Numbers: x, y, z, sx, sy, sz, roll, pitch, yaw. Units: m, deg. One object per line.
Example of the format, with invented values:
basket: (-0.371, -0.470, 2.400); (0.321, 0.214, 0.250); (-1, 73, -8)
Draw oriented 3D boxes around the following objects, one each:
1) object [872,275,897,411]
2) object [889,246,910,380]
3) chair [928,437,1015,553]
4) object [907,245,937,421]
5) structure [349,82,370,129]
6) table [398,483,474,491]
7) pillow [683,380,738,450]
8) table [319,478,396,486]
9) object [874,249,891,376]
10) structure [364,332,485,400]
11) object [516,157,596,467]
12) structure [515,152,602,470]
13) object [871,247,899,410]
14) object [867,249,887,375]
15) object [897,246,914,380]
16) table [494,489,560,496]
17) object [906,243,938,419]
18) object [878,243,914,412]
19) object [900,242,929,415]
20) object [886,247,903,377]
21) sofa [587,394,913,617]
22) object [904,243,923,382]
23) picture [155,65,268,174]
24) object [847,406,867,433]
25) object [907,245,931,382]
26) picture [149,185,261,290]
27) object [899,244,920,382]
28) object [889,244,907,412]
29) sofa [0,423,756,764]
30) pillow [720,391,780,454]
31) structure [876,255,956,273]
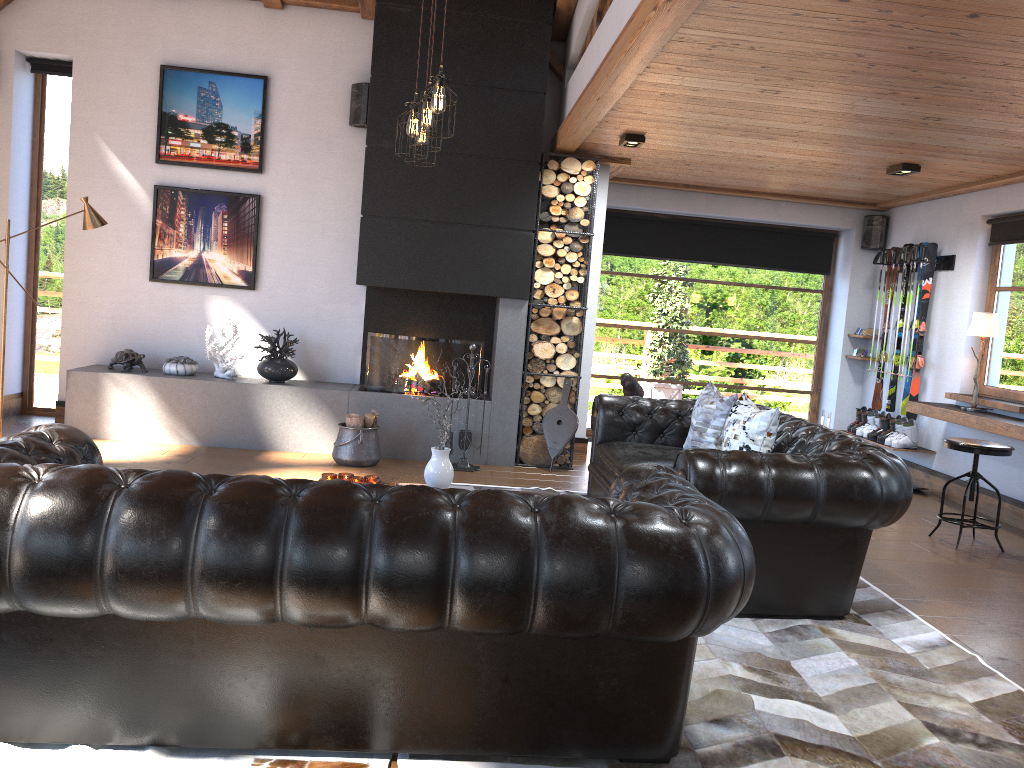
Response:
object: (3.683, -0.532, 8.783); (0.115, 1.604, 0.095); (4, 4, -5)
object: (3.589, -0.665, 8.283); (0.120, 1.248, 0.060); (9, 6, 42)
chair: (3.105, 0.743, 5.985); (0.441, 0.716, 0.441); (5, 5, -1)
object: (3.729, -0.467, 8.119); (0.115, 1.604, 0.095); (4, 4, -5)
structure: (-1.271, -2.360, 7.517); (0.214, 0.349, 0.213); (4, 5, -5)
table: (-0.373, 0.748, 4.457); (0.402, 0.350, 0.648); (4, 5, -10)
pillow: (1.268, 0.229, 5.637); (0.283, 0.468, 0.528); (5, 5, -2)
table: (-0.807, 0.717, 4.389); (0.401, 0.350, 0.650); (4, 5, -5)
object: (3.622, -0.704, 8.740); (0.059, 1.248, 0.120); (3, 5, -23)
structure: (-0.737, -0.135, 7.443); (0.984, 0.514, 0.183); (4, 4, -6)
object: (0.357, -0.607, 7.647); (0.495, 2.609, 0.466); (4, 4, -5)
structure: (0.365, -0.612, 7.638); (0.503, 2.614, 0.511); (4, 4, -5)
object: (3.680, -0.538, 8.685); (0.115, 1.604, 0.095); (4, 4, -5)
object: (3.552, -0.706, 8.697); (0.122, 1.248, 0.058); (3, 5, -23)
object: (3.655, -0.659, 8.276); (0.059, 1.248, 0.120); (3, 5, -23)
table: (0.083, 0.786, 4.467); (0.400, 0.350, 0.651); (5, 5, 0)
object: (3.726, -0.473, 8.020); (0.115, 1.604, 0.095); (4, 4, -5)
object: (3.649, -0.538, 8.475); (0.255, 1.620, 0.103); (4, 4, -9)
object: (3.766, -0.508, 8.254); (0.111, 1.620, 0.073); (4, 4, -6)
object: (3.638, -0.682, 8.508); (0.059, 1.248, 0.120); (3, 5, -23)
sofa: (1.227, 0.581, 5.176); (1.242, 0.837, 2.563); (4, 5, -5)
object: (3.772, -0.514, 8.330); (0.111, 1.620, 0.073); (4, 4, -6)
picture: (-2.535, -2.232, 7.488); (0.881, 0.815, 0.036); (4, 4, -6)
object: (3.479, 0.353, 8.888); (0.253, 0.270, 0.116); (4, 5, -15)
object: (3.684, -0.633, 8.025); (0.060, 1.248, 0.120); (1, 6, -43)
picture: (-2.618, -1.244, 7.563); (0.881, 0.815, 0.036); (4, 4, -6)
object: (3.590, -0.646, 8.071); (0.060, 1.248, 0.120); (1, 5, -38)
object: (3.726, -0.538, 8.548); (0.111, 1.620, 0.073); (4, 4, -6)
sofa: (-0.544, 0.641, 2.865); (2.572, 0.837, 1.238); (4, 5, -6)
pillow: (1.315, 0.295, 4.962); (0.283, 0.468, 0.528); (5, 5, -2)
structure: (3.748, -1.136, 8.352); (0.319, 0.134, 1.050); (4, 5, -5)
